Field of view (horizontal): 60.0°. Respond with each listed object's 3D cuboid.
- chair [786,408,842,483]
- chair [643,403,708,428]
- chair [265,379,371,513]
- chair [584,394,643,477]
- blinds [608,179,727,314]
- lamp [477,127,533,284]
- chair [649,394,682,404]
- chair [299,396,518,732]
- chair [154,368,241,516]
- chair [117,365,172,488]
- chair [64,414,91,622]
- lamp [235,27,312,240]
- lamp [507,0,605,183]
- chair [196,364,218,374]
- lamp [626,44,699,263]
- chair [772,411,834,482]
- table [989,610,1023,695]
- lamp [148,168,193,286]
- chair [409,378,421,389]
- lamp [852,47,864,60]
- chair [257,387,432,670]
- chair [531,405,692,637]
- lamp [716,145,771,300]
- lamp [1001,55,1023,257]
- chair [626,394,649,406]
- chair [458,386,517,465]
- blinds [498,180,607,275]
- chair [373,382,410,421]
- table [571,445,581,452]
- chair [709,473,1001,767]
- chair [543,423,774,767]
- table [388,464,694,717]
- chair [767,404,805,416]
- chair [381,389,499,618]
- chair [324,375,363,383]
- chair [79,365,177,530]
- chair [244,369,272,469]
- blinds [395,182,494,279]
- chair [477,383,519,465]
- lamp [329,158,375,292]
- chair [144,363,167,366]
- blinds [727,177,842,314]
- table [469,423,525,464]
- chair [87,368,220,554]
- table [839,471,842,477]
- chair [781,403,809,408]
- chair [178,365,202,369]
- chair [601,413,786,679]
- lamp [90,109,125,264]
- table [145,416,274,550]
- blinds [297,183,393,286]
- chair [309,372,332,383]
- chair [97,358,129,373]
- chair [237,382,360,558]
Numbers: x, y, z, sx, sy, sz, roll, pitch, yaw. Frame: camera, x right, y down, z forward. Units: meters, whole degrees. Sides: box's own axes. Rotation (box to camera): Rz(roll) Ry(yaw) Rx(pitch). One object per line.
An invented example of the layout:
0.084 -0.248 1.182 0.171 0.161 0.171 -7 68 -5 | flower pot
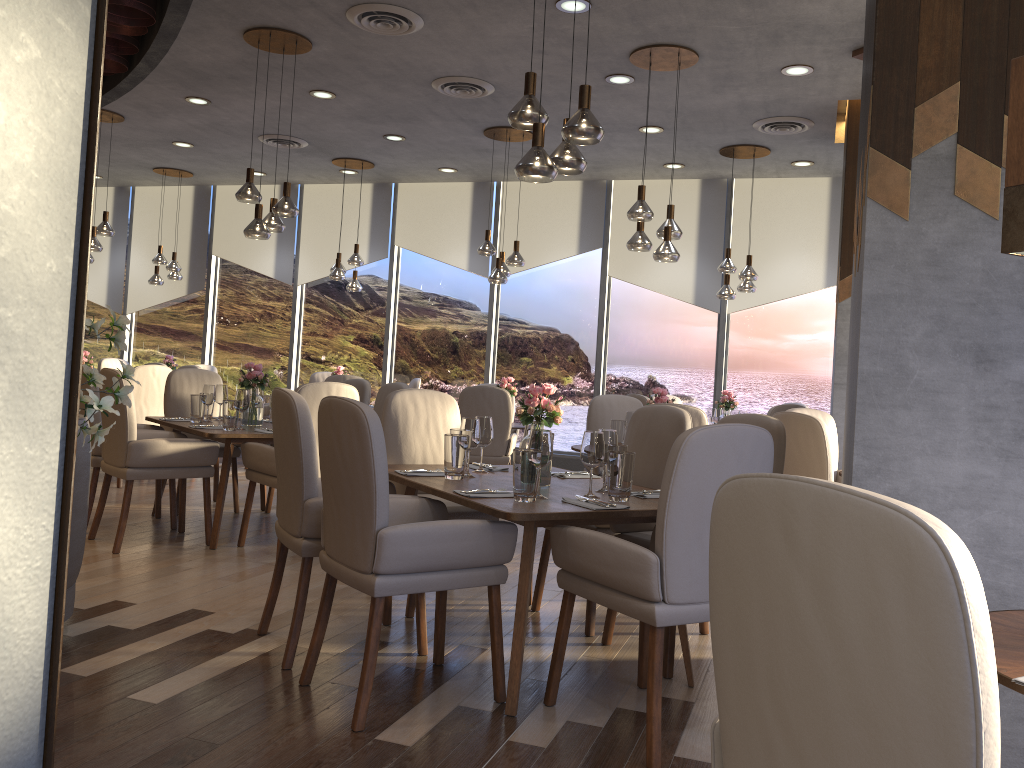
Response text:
1.972 0.664 5.477 0.528 1.001 0.600 4 -1 -21 | chair
0.820 0.599 5.042 0.528 1.001 0.599 4 -1 -4 | chair
-1.374 0.448 6.384 0.599 1.001 0.528 4 -1 -40 | chair
0.756 0.581 6.201 0.528 1.001 0.599 4 -1 -5 | chair
1.622 -2.080 9.153 1.174 2.682 0.007 3 -1 19 | blinds
-0.069 -1.525 7.731 0.439 1.327 0.439 3 -1 21 | lamp
1.560 0.605 8.329 0.528 1.001 0.600 4 -1 -28 | chair
-0.358 0.550 3.004 0.599 1.001 0.528 4 -1 -35 | chair
-2.251 0.394 6.405 0.527 1.001 0.600 4 -1 -35 | chair
-3.195 0.324 7.411 0.600 1.001 0.527 3 -1 33 | chair
-1.939 0.529 3.352 0.775 0.838 0.594 3 -1 39 | chair
-1.577 -1.594 5.808 0.439 1.327 0.439 3 -1 24 | lamp
0.200 -1.459 3.587 0.439 1.327 0.439 3 -1 4 | lamp
-3.650 0.267 9.894 0.600 1.001 0.527 3 -1 33 | chair
0.937 -1.439 5.685 0.439 1.327 0.439 3 -1 26 | lamp
1.661 0.655 4.632 0.599 1.001 0.528 4 -1 -24 | chair
1.189 0.831 1.510 0.834 0.662 0.833 4 0 10 | table
-3.965 -1.793 10.257 0.439 1.327 0.439 3 -1 18 | lamp
-1.290 0.419 9.305 0.599 1.001 0.528 4 -1 -14 | chair
2.324 -1.043 4.892 0.118 1.932 1.161 4 -1 -26 | lamp
-0.659 0.526 3.488 0.599 1.001 0.528 4 -1 -28 | chair
0.487 0.589 4.149 0.599 1.001 0.528 4 -1 -33 | chair
2.020 -1.398 7.828 0.439 1.327 0.439 4 -1 -14 | lamp
1.275 -1.068 1.576 1.160 1.932 0.118 4 -1 -26 | lamp
1.264 0.596 7.606 0.599 1.001 0.528 4 -1 -24 | chair
-0.227 0.510 7.098 0.528 1.001 0.599 4 -1 0 | chair
0.462 -2.453 9.566 1.174 2.682 0.007 3 -1 19 | blinds
-1.034 0.474 5.932 0.599 1.001 0.528 4 -1 -35 | chair
0.774 0.757 5.634 0.833 0.662 0.834 4 0 -7 | table
0.589 0.629 1.233 0.599 1.001 0.528 4 -1 -28 | chair
0.483 0.604 2.868 0.527 1.001 0.600 4 -1 -33 | chair
0.058 0.735 3.565 0.964 0.666 1.308 3 0 -30 | table
2.068 0.649 7.285 0.528 1.001 0.600 4 -1 -27 | chair
-0.371 0.535 4.285 0.528 1.001 0.600 4 -1 -28 | chair
-1.673 0.404 8.591 0.528 1.001 0.600 4 -1 -18 | chair
-2.438 0.393 5.578 0.599 1.001 0.528 4 -1 -35 | chair
-2.417 0.353 9.034 0.599 1.001 0.528 4 -1 -15 | chair
-0.731 -2.531 9.977 1.174 2.682 0.007 3 -1 19 | blinds
-0.203 0.498 8.259 0.528 1.001 0.599 4 -1 0 | chair
-1.696 -1.642 9.236 0.439 1.327 0.439 3 -1 12 | lamp
-3.720 0.278 8.603 0.528 1.001 0.599 3 -1 33 | chair
2.801 -2.003 8.747 1.174 2.682 0.007 3 -1 19 | blinds
-0.228 0.671 7.669 0.833 0.662 0.834 4 0 -21 | table
-2.078 0.420 5.136 0.599 1.001 0.528 4 -1 -42 | chair
2.216 0.854 4.851 0.834 0.662 0.833 3 0 39 | table
2.335 0.656 8.049 0.599 1.001 0.528 4 -1 -23 | chair
-3.263 0.310 8.269 0.528 1.001 0.599 3 -1 38 | chair
0.768 0.612 3.658 0.599 1.001 0.528 4 -1 -28 | chair
-3.748 -1.753 7.923 0.439 1.327 0.439 4 -1 -32 | lamp
-1.733 0.600 5.750 0.963 0.666 1.308 3 0 -38 | table
-1.917 -2.464 10.380 1.174 2.682 0.007 3 -1 19 | blinds
-2.012 0.370 9.702 0.528 1.001 0.600 4 -1 -19 | chair
-4.613 0.201 10.541 0.600 1.001 0.527 3 -1 32 | chair
-1.212 0.473 5.099 0.527 1.001 0.600 4 -1 -40 | chair
